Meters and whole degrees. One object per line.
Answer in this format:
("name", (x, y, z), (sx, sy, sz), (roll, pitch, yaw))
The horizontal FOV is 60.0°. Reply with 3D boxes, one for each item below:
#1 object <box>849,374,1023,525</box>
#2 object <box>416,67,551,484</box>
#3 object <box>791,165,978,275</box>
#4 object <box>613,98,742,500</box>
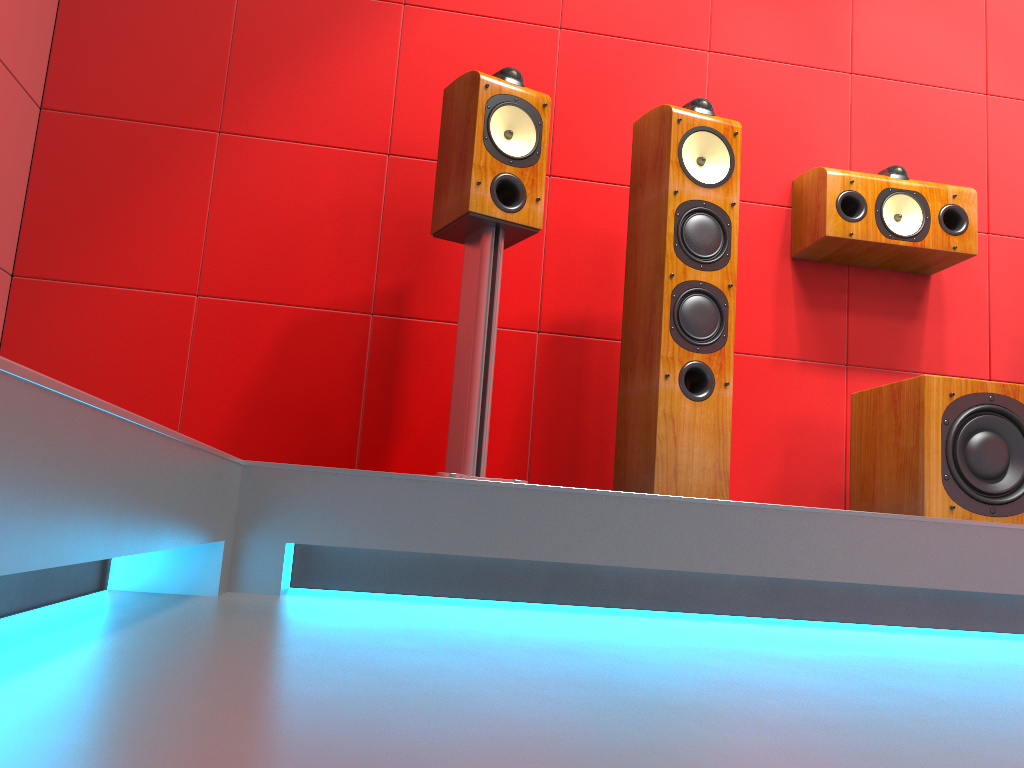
("object", (1.155, 0.195, 2.346), (0.360, 0.360, 0.360), (6, -9, -8))
("object", (-0.077, -0.272, 2.228), (0.231, 1.058, 0.265), (9, -10, -28))
("object", (1.165, -0.531, 2.788), (0.493, 0.271, 0.235), (6, -9, -8))
("object", (0.432, -0.219, 2.299), (0.203, 1.052, 0.238), (7, -10, -18))
